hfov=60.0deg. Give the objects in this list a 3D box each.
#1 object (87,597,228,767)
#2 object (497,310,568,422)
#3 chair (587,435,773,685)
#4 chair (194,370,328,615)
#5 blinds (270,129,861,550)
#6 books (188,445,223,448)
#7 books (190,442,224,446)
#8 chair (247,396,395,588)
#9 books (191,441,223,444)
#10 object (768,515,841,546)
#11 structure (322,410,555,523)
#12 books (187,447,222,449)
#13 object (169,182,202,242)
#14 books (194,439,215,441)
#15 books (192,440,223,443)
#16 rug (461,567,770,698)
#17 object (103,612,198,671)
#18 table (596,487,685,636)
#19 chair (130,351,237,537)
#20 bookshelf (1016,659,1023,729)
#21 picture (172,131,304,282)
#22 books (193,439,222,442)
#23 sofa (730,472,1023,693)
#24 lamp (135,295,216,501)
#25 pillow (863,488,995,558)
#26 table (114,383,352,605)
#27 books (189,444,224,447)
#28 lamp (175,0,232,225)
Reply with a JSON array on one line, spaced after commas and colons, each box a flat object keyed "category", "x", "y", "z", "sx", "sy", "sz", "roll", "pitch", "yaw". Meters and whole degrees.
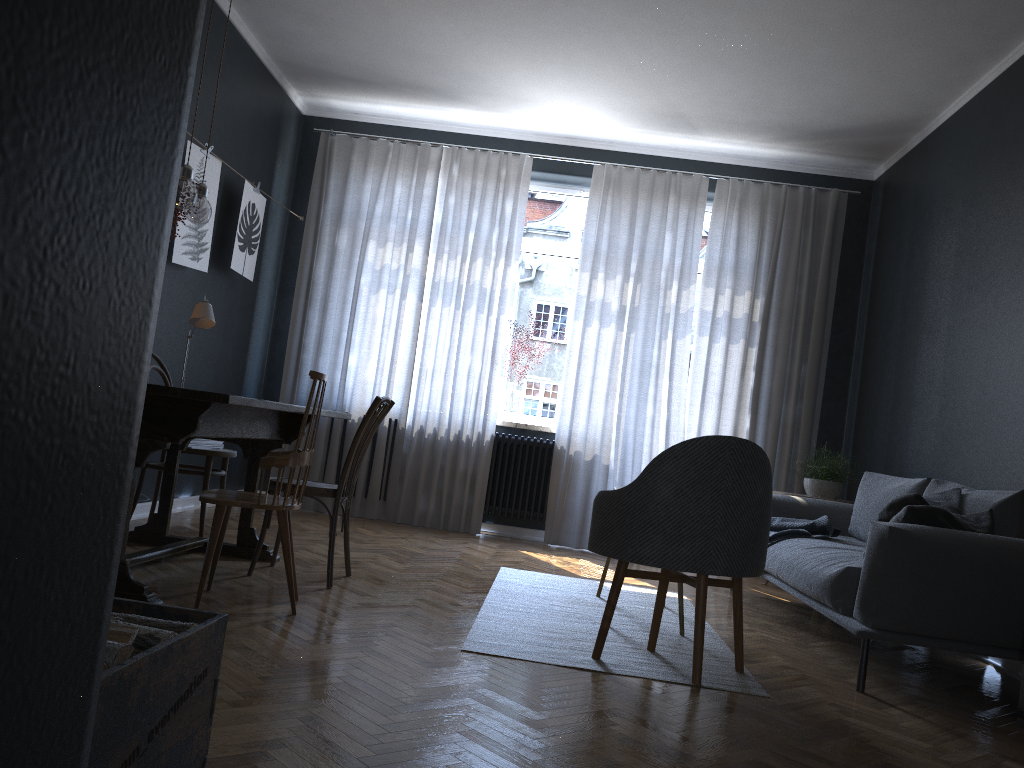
[{"category": "object", "x": -0.731, "y": 0.527, "z": 1.314, "sx": 0.383, "sy": 0.326, "sz": 0.553, "roll": 8, "pitch": -3, "yaw": 4}, {"category": "object", "x": 0.064, "y": -0.121, "z": 6.547, "sx": 0.515, "sy": 0.809, "sz": 0.599, "roll": 9, "pitch": -3, "yaw": -22}, {"category": "chair", "x": 0.619, "y": 0.578, "z": 3.067, "sx": 0.645, "sy": 0.810, "sz": 0.495, "roll": 9, "pitch": -3, "yaw": -18}, {"category": "chair", "x": -0.903, "y": 0.362, "z": 3.184, "sx": 0.384, "sy": 0.856, "sz": 0.456, "roll": 8, "pitch": -3, "yaw": -11}, {"category": "blinds", "x": 0.327, "y": -0.250, "z": 6.450, "sx": 3.992, "sy": 2.787, "sz": 0.312, "roll": 8, "pitch": -3, "yaw": 3}, {"category": "books", "x": -1.663, "y": 0.310, "z": 4.549, "sx": 0.218, "sy": 0.007, "sz": 0.305, "roll": 7, "pitch": -4, "yaw": 15}, {"category": "books", "x": -1.660, "y": 0.294, "z": 4.550, "sx": 0.218, "sy": 0.013, "sz": 0.305, "roll": 7, "pitch": -4, "yaw": 15}, {"category": "chair", "x": -0.816, "y": 0.429, "z": 3.832, "sx": 0.467, "sy": 0.819, "sz": 0.363, "roll": 8, "pitch": -3, "yaw": 3}, {"category": "books", "x": -1.665, "y": 0.289, "z": 4.553, "sx": 0.218, "sy": 0.008, "sz": 0.288, "roll": 7, "pitch": -4, "yaw": 17}, {"category": "object", "x": 1.437, "y": 0.827, "z": 4.733, "sx": 0.490, "sy": 0.329, "sz": 0.667, "roll": 7, "pitch": -3, "yaw": 8}, {"category": "structure", "x": -0.485, "y": 0.609, "z": 6.509, "sx": 1.846, "sy": 0.600, "sz": 0.216, "roll": 8, "pitch": -3, "yaw": 3}, {"category": "books", "x": -1.664, "y": 0.317, "z": 4.551, "sx": 0.218, "sy": 0.008, "sz": 0.305, "roll": 7, "pitch": -4, "yaw": 10}, {"category": "object", "x": -1.748, "y": -0.488, "z": 3.815, "sx": 0.639, "sy": 0.930, "sz": 0.556, "roll": 9, "pitch": -3, "yaw": -26}, {"category": "books", "x": -1.659, "y": 0.273, "z": 4.558, "sx": 0.218, "sy": 0.008, "sz": 0.288, "roll": 7, "pitch": -4, "yaw": 15}, {"category": "books", "x": -1.665, "y": 0.283, "z": 4.553, "sx": 0.218, "sy": 0.008, "sz": 0.288, "roll": 7, "pitch": -4, "yaw": 17}, {"category": "rug", "x": 0.381, "y": 1.007, "z": 3.855, "sx": 1.003, "sy": 0.013, "sz": 2.013, "roll": 8, "pitch": -4, "yaw": 4}, {"category": "object", "x": -0.725, "y": 0.451, "z": 1.317, "sx": 0.370, "sy": 0.246, "sz": 0.533, "roll": 8, "pitch": -3, "yaw": 4}, {"category": "table", "x": 0.595, "y": 0.769, "z": 3.992, "sx": 0.339, "sy": 0.549, "sz": 0.788, "roll": 8, "pitch": -3, "yaw": 4}, {"category": "chair", "x": -1.700, "y": 0.305, "z": 4.577, "sx": 0.549, "sy": 0.920, "sz": 0.438, "roll": 8, "pitch": -3, "yaw": 1}, {"category": "bookshelf", "x": 1.864, "y": 0.500, "z": 2.013, "sx": 0.451, "sy": 1.171, "sz": 1.920, "roll": 8, "pitch": -3, "yaw": 4}, {"category": "picture", "x": -1.760, "y": -1.048, "z": 4.484, "sx": 0.058, "sy": 0.770, "sz": 4.461, "roll": 8, "pitch": -4, "yaw": 4}, {"category": "books", "x": -1.663, "y": 0.278, "z": 4.562, "sx": 0.218, "sy": 0.006, "sz": 0.305, "roll": 7, "pitch": -4, "yaw": 15}, {"category": "sofa", "x": 1.712, "y": 0.803, "z": 4.141, "sx": 0.970, "sy": 0.797, "sz": 2.342, "roll": 8, "pitch": -4, "yaw": 3}, {"category": "lamp", "x": -1.692, "y": 0.097, "z": 4.443, "sx": 0.242, "sy": 1.068, "sz": 0.799, "roll": 10, "pitch": -4, "yaw": -42}, {"category": "pillow", "x": 1.650, "y": 0.575, "z": 3.532, "sx": 0.442, "sy": 0.361, "sz": 0.799, "roll": 6, "pitch": -4, "yaw": 21}, {"category": "table", "x": -1.424, "y": 0.374, "z": 3.527, "sx": 1.126, "sy": 0.727, "sz": 1.606, "roll": 8, "pitch": -3, "yaw": 4}, {"category": "books", "x": -1.662, "y": 0.302, "z": 4.551, "sx": 0.218, "sy": 0.008, "sz": 0.305, "roll": 7, "pitch": -4, "yaw": 15}, {"category": "lamp", "x": -0.603, "y": -1.394, "z": 3.395, "sx": 1.589, "sy": 1.573, "sz": 0.584, "roll": 6, "pitch": -4, "yaw": 35}]
